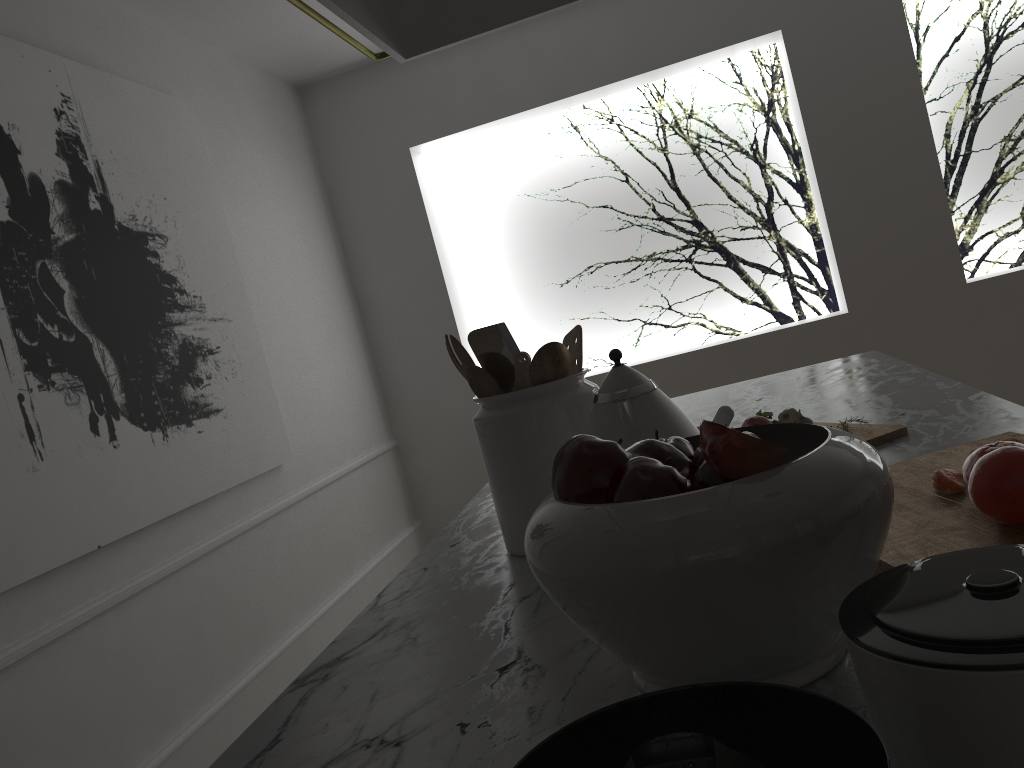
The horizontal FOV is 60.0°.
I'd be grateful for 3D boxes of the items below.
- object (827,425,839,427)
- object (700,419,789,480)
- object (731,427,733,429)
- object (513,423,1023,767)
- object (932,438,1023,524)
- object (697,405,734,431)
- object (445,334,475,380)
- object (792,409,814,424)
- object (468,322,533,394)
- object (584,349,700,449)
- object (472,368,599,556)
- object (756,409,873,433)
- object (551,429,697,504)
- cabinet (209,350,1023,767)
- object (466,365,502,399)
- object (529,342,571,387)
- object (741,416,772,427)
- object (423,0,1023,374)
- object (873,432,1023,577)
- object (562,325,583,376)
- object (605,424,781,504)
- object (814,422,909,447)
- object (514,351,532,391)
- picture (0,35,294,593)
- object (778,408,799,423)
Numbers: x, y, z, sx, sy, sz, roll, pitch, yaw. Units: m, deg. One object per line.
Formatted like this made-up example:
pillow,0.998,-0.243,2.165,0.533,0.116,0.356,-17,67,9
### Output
object,0.471,0.069,1.352,0.059,0.008,0.043,-17,4,-36
object,0.157,0.042,0.602,0.054,0.048,0.061,-16,4,-24
object,0.336,0.084,1.431,0.049,0.039,0.057,-14,4,9
object,0.132,0.146,0.561,0.364,0.156,0.491,-16,4,-11
object,0.437,0.062,0.786,0.135,0.079,0.194,-15,4,1
object,0.232,0.100,1.217,0.159,0.110,0.172,-17,4,-32
object,-0.011,0.067,1.181,0.131,0.296,0.056,-13,4,32
object,0.450,0.057,1.376,0.034,0.037,0.033,-15,4,-10
object,0.032,0.057,1.170,0.064,0.290,0.141,-13,4,26
object,0.149,0.073,0.973,0.204,0.236,0.178,-18,5,-41
object,0.050,0.099,1.180,0.174,0.208,0.174,-13,4,30
object,0.437,0.066,1.359,0.116,0.058,0.224,-18,5,-42
object,0.095,0.072,0.708,0.071,0.091,0.167,-12,5,38
cabinet,0.352,0.502,1.165,0.870,0.721,2.360,-14,4,12
object,-0.003,0.088,1.174,0.050,0.247,0.114,-14,4,17
object,0.067,0.069,1.157,0.061,0.251,0.117,-15,4,-8
object,0.359,0.078,1.333,0.090,0.051,0.050,-16,4,-24
object,2.911,0.145,4.095,10.834,8.324,0.001,-14,4,12
object,0.438,0.115,0.797,0.290,0.030,0.400,-15,4,-3
object,0.087,0.058,1.165,0.054,0.262,0.149,-13,4,27
object,0.138,0.076,0.667,0.135,0.074,0.154,-14,4,8
object,0.407,0.095,1.364,0.220,0.012,0.330,-16,4,-18
object,0.020,0.083,1.149,0.033,0.250,0.118,-18,5,-37
picture,-1.130,-0.268,2.442,0.039,1.315,1.545,-14,4,12
object,0.443,0.058,1.415,0.037,0.036,0.035,-15,4,0
